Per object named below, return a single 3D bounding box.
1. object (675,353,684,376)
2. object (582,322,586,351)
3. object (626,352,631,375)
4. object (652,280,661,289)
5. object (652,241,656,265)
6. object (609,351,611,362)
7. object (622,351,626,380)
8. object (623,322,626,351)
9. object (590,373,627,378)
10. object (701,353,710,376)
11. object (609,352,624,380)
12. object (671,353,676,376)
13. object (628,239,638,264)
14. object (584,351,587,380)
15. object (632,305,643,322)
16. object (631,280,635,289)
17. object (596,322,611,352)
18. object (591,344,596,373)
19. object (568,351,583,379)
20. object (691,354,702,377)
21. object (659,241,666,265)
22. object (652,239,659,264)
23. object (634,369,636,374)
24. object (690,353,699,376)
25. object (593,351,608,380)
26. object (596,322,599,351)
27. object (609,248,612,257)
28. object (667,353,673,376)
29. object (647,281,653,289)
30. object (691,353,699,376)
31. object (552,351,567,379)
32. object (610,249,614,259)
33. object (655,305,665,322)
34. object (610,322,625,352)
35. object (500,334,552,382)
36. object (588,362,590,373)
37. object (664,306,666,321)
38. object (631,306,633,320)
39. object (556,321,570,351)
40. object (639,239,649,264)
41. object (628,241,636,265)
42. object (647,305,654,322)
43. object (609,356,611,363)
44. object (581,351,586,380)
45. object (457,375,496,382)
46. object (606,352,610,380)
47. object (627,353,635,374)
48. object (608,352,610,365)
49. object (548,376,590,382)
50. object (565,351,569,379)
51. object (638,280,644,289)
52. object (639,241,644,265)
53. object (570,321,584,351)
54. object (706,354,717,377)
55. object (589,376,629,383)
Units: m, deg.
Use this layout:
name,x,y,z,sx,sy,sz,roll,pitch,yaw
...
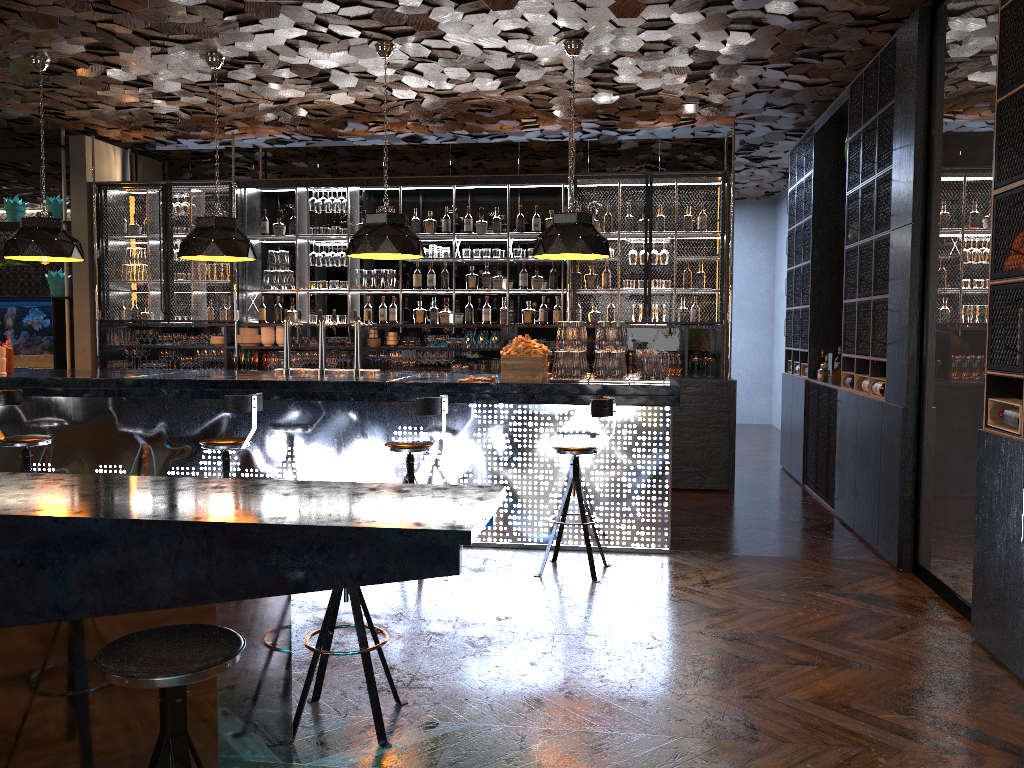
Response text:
name,x,y,z,sx,sy,sz,roll,pitch,yaw
object,1.677,-0.193,8.880,0.079,0.231,0.079,0,4,4
object,0.481,-0.342,6.353,0.105,0.209,0.105,3,4,32
object,1.200,-0.205,9.033,0.079,0.231,0.079,1,4,9
object,1.465,-1.006,8.981,0.089,0.092,0.089,0,4,-8
object,1.455,-1.351,9.124,0.092,0.244,0.092,0,4,2
object,1.025,-0.214,9.032,0.158,0.248,0.158,0,4,2
object,0.752,-0.127,6.279,0.105,0.209,0.105,3,4,32
object,0.763,-0.339,6.325,0.105,0.209,0.105,3,4,32
object,0.740,-0.060,6.753,0.273,0.019,0.437,1,4,7
object,1.978,-0.201,9.071,0.101,0.227,0.101,-1,4,-15
object,0.728,-0.121,6.172,0.105,0.209,0.105,3,4,32
object,1.634,-0.199,8.975,0.079,0.231,0.079,-1,4,-13
object,1.227,-1.344,8.988,0.092,0.244,0.092,0,4,2
object,0.494,-0.138,6.427,0.105,0.209,0.105,3,4,32
object,1.275,-0.701,9.022,0.105,0.209,0.105,0,4,-8
object,1.223,-1.016,9.118,0.089,0.092,0.089,-1,4,-26
object,0.645,-0.333,6.217,0.105,0.209,0.105,3,4,32
object,0.893,-0.252,9.105,0.170,0.313,0.170,0,4,2
object,0.447,-0.124,6.200,0.105,0.209,0.105,3,4,32
object,1.843,-0.187,8.851,0.101,0.227,0.101,-1,4,-15
object,1.558,-1.350,9.110,0.092,0.244,0.092,0,4,2
object,1.434,-1.341,8.961,0.092,0.244,0.092,0,4,2
object,1.279,-0.215,9.199,0.079,0.231,0.079,3,4,36
object,1.870,-0.200,9.057,0.101,0.227,0.101,-1,4,-15
object,0.616,-0.121,6.174,0.105,0.209,0.105,3,4,32
object,0.651,-0.340,6.334,0.105,0.209,0.105,3,4,32
object,0.975,-1.338,9.049,0.089,0.092,0.089,-2,4,-32
object,1.575,-0.194,8.892,0.079,0.231,0.079,4,5,43
object,1.415,-1.017,9.161,0.089,0.092,0.089,-1,4,-17
object,1.857,-0.194,8.954,0.101,0.227,0.101,-1,4,-15
object,0.335,-0.124,6.201,0.105,0.209,0.105,3,4,32
object,1.019,-1.348,9.207,0.089,0.092,0.089,3,4,33
object,1.503,-0.699,8.996,0.105,0.209,0.105,0,4,-8
object,0.736,-0.332,6.210,0.105,0.209,0.105,3,4,32
object,0.107,-0.190,6.351,0.340,0.332,0.464,1,4,11
object,0.716,-0.252,9.128,0.186,0.307,0.186,1,4,13
object,1.528,-0.705,9.101,0.105,0.209,0.105,0,4,-8
object,1.283,-0.709,9.137,0.105,0.209,0.105,0,4,-8
object,0.363,-0.336,6.245,0.105,0.209,0.105,3,4,32
object,1.336,-1.342,8.973,0.092,0.244,0.092,0,4,2
object,1.248,-1.354,9.151,0.092,0.244,0.092,0,4,2
object,1.403,-0.704,9.068,0.105,0.209,0.105,0,4,-8
object,0.774,-0.148,6.617,0.105,0.209,0.105,3,4,32
object,0.471,-0.130,6.307,0.105,0.209,0.105,3,4,32
object,-0.254,-0.037,6.310,0.377,0.045,0.198,-3,5,-44
object,0.643,-0.128,6.286,0.105,0.209,0.105,3,4,32
object,1.202,-0.199,8.940,0.079,0.231,0.079,4,5,43
object,0.658,-0.135,6.404,0.105,0.209,0.105,3,4,32
object,0.413,-0.035,6.337,0.273,0.019,0.437,1,4,7
object,0.362,-0.131,6.314,0.105,0.209,0.105,3,4,32
object,1.332,-1.012,9.059,0.089,0.092,0.089,1,4,8
object,1.357,-1.352,9.137,0.092,0.244,0.092,0,4,2
object,0.454,-0.335,6.238,0.105,0.209,0.105,3,4,32
object,1.991,-0.188,8.873,0.101,0.227,0.101,-1,4,-15
object,0.694,-0.032,6.309,0.273,0.019,0.437,1,4,7
